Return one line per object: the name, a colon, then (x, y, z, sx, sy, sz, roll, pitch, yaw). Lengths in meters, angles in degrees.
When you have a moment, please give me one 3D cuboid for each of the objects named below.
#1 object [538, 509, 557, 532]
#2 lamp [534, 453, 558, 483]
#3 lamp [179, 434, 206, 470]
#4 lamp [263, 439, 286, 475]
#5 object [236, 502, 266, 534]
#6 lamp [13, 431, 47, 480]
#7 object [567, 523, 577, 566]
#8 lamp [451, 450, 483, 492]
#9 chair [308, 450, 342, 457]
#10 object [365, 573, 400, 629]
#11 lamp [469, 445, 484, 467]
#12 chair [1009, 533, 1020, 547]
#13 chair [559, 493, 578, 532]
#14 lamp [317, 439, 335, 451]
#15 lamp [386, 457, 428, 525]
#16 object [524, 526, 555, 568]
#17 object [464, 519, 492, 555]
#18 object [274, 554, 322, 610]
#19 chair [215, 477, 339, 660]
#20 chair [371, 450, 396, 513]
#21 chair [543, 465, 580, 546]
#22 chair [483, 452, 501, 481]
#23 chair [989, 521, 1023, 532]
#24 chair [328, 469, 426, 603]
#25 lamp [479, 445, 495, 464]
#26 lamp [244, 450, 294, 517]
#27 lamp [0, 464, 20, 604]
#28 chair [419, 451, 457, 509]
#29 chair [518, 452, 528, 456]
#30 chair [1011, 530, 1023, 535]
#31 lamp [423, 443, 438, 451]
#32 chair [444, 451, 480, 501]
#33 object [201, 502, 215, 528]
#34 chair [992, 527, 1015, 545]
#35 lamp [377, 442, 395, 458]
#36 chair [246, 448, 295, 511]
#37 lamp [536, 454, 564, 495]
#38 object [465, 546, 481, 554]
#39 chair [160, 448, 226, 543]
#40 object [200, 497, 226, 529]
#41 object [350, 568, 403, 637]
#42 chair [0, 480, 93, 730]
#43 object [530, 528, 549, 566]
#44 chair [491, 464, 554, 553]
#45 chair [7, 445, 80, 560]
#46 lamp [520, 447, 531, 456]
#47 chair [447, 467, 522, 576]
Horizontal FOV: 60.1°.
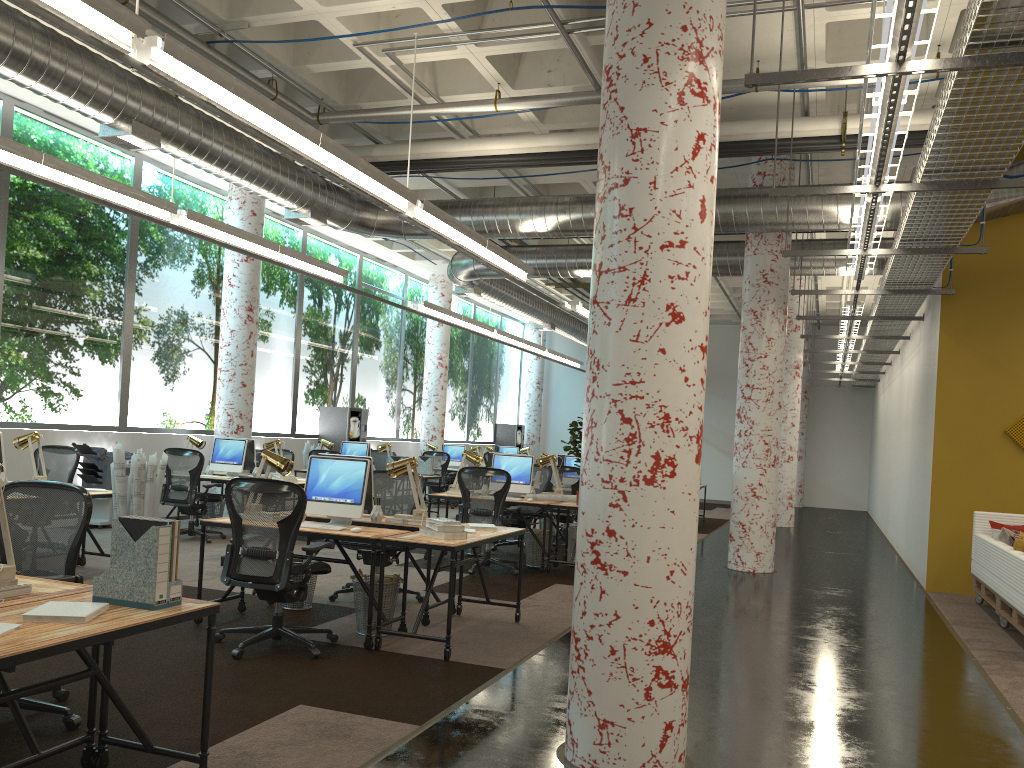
object: (0.554, 2.054, 13.475, 0.358, 0.434, 0.354, 3, -2, 16)
lamp: (0.412, 1.306, 12.972, 0.527, 0.610, 0.209, 2, -2, 39)
lamp: (-4.124, 0.945, 11.260, 0.527, 0.610, 0.219, 2, -2, 39)
lamp: (-3.043, 1.024, 11.552, 0.527, 0.610, 0.209, 2, -2, 39)
object: (-3.265, 1.689, 11.037, 0.358, 0.434, 0.354, 3, -2, 16)
lamp: (-4.309, 0.734, 7.986, 0.527, 0.610, 0.209, 2, -2, 39)
object: (0.824, 1.840, 10.198, 0.221, 0.454, 0.542, 3, -2, 20)
lamp: (-0.575, 1.046, 9.994, 0.527, 0.610, 0.219, 2, -2, 39)
chair: (-2.776, 1.542, 13.462, 0.770, 1.085, 0.793, 3, -2, 3)
object: (-0.928, 1.542, 6.263, 0.235, 0.403, 0.120, 3, -1, 20)
lamp: (-0.663, 1.569, 18.254, 0.527, 0.610, 0.219, 2, -2, 39)
chair: (4.567, 1.538, 7.784, 0.340, 0.407, 0.524, 2, -3, 35)
chair: (1.145, 1.796, 13.999, 0.770, 1.085, 0.793, 3, -2, 3)
lamp: (-3.077, 1.185, 14.207, 0.527, 0.610, 0.209, 2, -2, 39)
lamp: (-0.733, 0.857, 6.709, 0.527, 0.610, 0.219, 2, -2, 39)
object: (0.284, 1.790, 9.772, 0.358, 0.434, 0.354, 3, -2, 16)
object: (-0.429, 1.795, 10.501, 0.358, 0.434, 0.354, 3, -2, 16)
object: (-1.671, 1.527, 6.920, 0.358, 0.434, 0.354, 3, -2, 16)
chair: (-1.513, 1.135, 5.671, 0.770, 1.085, 0.793, 3, -2, 3)
chair: (-2.343, 1.675, 15.234, 0.770, 1.085, 0.793, 3, -2, 3)
chair: (0.713, 1.663, 12.227, 0.770, 1.085, 0.793, 3, -2, 3)
chair: (-0.357, 2.097, 20.277, 0.770, 1.085, 0.793, 3, -2, 3)
chair: (4.944, 1.567, 8.623, 0.534, 0.437, 0.287, 4, -1, -8)
chair: (-1.080, 1.269, 7.444, 0.770, 1.085, 0.793, 3, -2, 3)
lamp: (-0.661, 1.739, 21.019, 0.527, 0.610, 0.219, 2, -2, 39)
lamp: (-1.817, 0.778, 6.413, 0.527, 0.610, 0.219, 2, -2, 39)
lamp: (-1.947, 0.578, 3.277, 0.527, 0.610, 0.219, 2, -2, 39)
chair: (-1.443, 1.848, 17.217, 0.770, 1.085, 0.793, 3, -2, 3)
chair: (0.076, 2.230, 22.050, 0.770, 1.085, 0.793, 3, -2, 3)
chair: (5.014, 1.592, 8.336, 0.517, 0.392, 0.358, 4, -2, -11)
lamp: (-1.747, 1.490, 17.958, 0.527, 0.610, 0.219, 2, -2, 39)
chair: (-1.010, 1.981, 18.989, 0.770, 1.085, 0.793, 3, -2, 3)
object: (-4.011, 1.701, 11.694, 0.235, 0.403, 0.120, 3, -1, 20)
chair: (4.641, 1.537, 8.197, 0.334, 0.437, 0.547, 3, -2, 25)
lamp: (-1.995, 1.264, 14.499, 0.527, 0.610, 0.219, 2, -2, 39)
chair: (-3.388, 1.436, 12.291, 0.770, 1.085, 0.793, 3, -2, 3)
lamp: (0.506, 1.125, 10.286, 0.527, 0.610, 0.209, 2, -2, 39)
object: (-0.461, 1.802, 10.428, 0.235, 0.403, 0.120, 3, -1, 20)
chair: (-3.820, 1.302, 10.518, 0.770, 1.085, 0.793, 3, -2, 3)
object: (-3.979, 1.694, 11.766, 0.358, 0.434, 0.354, 3, -2, 16)
object: (-0.958, 1.522, 6.191, 0.358, 0.434, 0.354, 3, -2, 16)
chair: (-2.295, 0.989, 4.012, 0.770, 1.085, 0.793, 3, -2, 3)
object: (0.315, 1.810, 9.844, 0.235, 0.403, 0.120, 3, -1, 20)
chair: (0.162, 1.537, 11.025, 0.770, 1.085, 0.793, 3, -2, 3)
chair: (-4.653, 1.145, 8.725, 0.770, 1.085, 0.793, 3, -2, 3)
lamp: (0.423, 1.818, 21.314, 0.527, 0.610, 0.219, 2, -2, 39)
chair: (-0.270, 1.404, 9.253, 0.770, 1.085, 0.793, 3, -2, 3)
